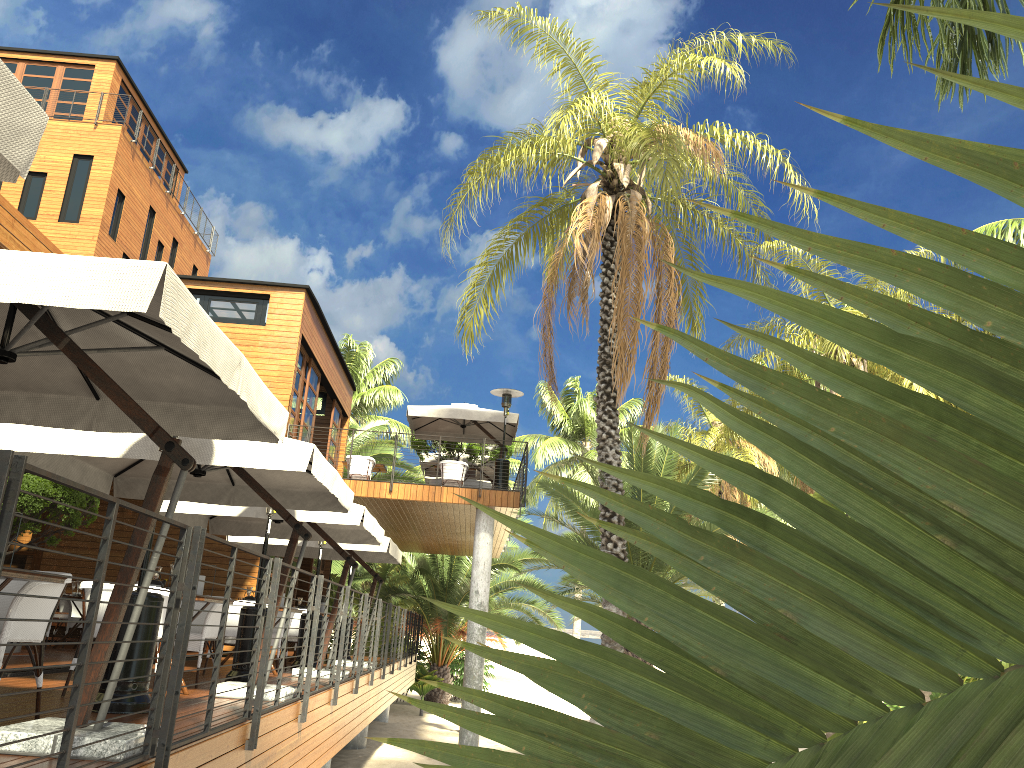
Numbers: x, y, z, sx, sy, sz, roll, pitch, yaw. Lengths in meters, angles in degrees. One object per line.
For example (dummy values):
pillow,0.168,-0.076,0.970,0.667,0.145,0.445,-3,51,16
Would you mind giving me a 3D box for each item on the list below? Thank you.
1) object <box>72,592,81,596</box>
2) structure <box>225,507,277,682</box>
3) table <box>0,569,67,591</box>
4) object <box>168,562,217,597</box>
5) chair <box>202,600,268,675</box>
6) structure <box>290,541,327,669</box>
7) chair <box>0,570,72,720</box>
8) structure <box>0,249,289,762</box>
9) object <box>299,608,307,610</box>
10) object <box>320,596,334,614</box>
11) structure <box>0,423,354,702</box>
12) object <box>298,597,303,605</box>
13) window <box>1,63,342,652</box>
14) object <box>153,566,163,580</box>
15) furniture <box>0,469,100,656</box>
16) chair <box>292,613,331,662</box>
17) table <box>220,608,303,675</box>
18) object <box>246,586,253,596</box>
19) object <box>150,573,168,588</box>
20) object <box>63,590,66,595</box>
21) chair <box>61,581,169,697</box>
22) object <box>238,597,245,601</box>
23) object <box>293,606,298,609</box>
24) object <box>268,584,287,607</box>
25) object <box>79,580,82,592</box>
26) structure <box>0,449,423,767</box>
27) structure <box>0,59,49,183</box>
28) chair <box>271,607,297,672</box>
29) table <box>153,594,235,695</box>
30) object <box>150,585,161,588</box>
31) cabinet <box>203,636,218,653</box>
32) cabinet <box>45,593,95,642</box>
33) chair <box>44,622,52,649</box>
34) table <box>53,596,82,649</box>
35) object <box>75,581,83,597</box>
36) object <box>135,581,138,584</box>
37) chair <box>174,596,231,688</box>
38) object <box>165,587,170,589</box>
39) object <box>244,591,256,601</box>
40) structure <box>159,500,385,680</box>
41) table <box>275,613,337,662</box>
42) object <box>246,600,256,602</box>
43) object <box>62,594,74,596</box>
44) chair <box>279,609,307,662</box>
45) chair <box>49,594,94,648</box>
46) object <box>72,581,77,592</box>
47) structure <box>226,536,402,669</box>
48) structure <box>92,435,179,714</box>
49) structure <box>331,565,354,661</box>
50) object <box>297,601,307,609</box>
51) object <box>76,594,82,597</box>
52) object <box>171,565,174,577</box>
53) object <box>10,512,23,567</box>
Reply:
object,-6.535,3.159,13.295,0.115,0.065,0.116,18,-21,-40
structure,-2.548,1.886,9.047,0.699,2.204,0.696,8,-17,-13
table,-2.726,1.186,3.975,0.931,0.753,0.927,4,-16,-2
object,-2.669,1.633,7.389,0.263,0.265,0.262,-11,-22,41
chair,-3.041,2.794,9.760,0.627,0.792,0.613,4,-16,-1
structure,-2.706,2.786,12.242,0.699,2.204,0.696,8,-17,-13
chair,-2.765,1.370,4.698,0.627,0.792,0.613,4,-16,-1
structure,-2.599,0.451,4.260,2.413,2.345,2.401,4,-16,-2
object,-3.222,3.484,13.649,0.116,0.065,0.115,10,-17,-19
object,-2.991,3.461,13.878,0.263,0.265,0.262,-11,-22,41
structure,-2.759,1.361,7.490,2.413,2.345,2.401,4,-16,-2
object,-3.375,3.507,14.076,0.082,0.228,0.081,4,-17,-1
window,-9.148,-3.988,18.973,14.469,18.057,38.270,11,-18,-23
object,-3.053,1.679,7.587,0.082,0.228,0.081,7,-17,-12
furniture,-6.841,1.994,11.326,2.615,2.737,2.681,7,-17,-11
chair,-3.251,4.135,14.515,0.627,0.792,0.613,4,-16,-1
table,-3.047,3.011,10.453,0.931,0.753,0.927,4,-16,-2
object,-3.213,2.587,10.810,0.082,0.228,0.081,4,-17,-1
object,-2.972,1.651,7.371,0.163,0.180,0.167,4,-16,0
object,-6.750,3.140,13.320,0.086,0.086,0.086,1,-17,9
chair,-2.879,1.874,6.492,0.627,0.792,0.613,4,-16,-1
object,-3.169,2.541,10.368,0.086,0.086,0.086,3,-16,3
object,-3.331,3.461,13.633,0.086,0.086,0.086,4,-16,-1
object,-2.829,2.541,10.612,0.263,0.265,0.262,-11,-22,41
object,-6.352,3.102,13.417,0.263,0.265,0.262,-12,-22,42
structure,-1.911,3.335,11.468,0.163,1.159,26.132,4,-16,-2
structure,-2.439,-0.459,1.030,2.413,2.345,2.401,4,-16,-2
chair,-3.089,3.215,11.247,0.627,0.792,0.613,4,-16,-1
table,-2.886,2.098,7.214,0.931,0.753,0.927,4,-16,-2
object,-2.900,1.656,7.160,0.116,0.065,0.115,5,-16,-3
cabinet,-5.988,4.244,15.620,1.611,0.842,0.554,4,-17,-2
cabinet,-7.606,4.123,15.577,1.611,0.842,0.554,4,-17,-2
chair,-6.968,3.358,12.668,0.626,0.792,0.615,-12,-22,42
table,-6.374,3.592,13.280,1.166,0.753,1.160,3,-16,4
object,-6.414,3.027,13.112,0.082,0.228,0.082,17,-21,-38
object,-3.009,1.633,7.145,0.086,0.086,0.086,3,-16,3
chair,-2.930,2.310,8.035,0.627,0.792,0.613,4,-16,-1
object,-2.891,1.761,7.525,0.116,0.065,0.115,5,-16,-3
object,-3.132,2.559,10.594,0.163,0.180,0.167,4,-16,0
structure,-2.919,2.271,10.720,2.413,2.345,2.401,4,-16,-2
table,-3.208,3.925,13.701,0.931,0.753,0.927,4,-16,-2
object,-3.060,2.564,10.383,0.116,0.065,0.115,5,-16,-3
object,-6.601,3.131,13.139,0.170,0.025,0.294,17,-21,-39
chair,-3.202,3.715,13.029,0.627,0.792,0.613,4,-16,-1
chair,-6.844,3.720,13.910,0.615,0.792,0.625,-12,-22,42
object,-6.653,3.104,13.440,0.082,0.228,0.081,-7,-20,32
structure,-3.079,3.181,13.950,2.413,2.345,2.401,4,-16,-2
structure,-2.390,0.989,5.861,0.699,2.204,0.696,8,-17,-13
structure,-2.865,3.688,15.444,0.699,2.204,0.696,8,-17,-13
object,-3.294,3.479,13.860,0.163,0.180,0.167,4,-16,0
object,-6.447,3.151,13.203,0.080,0.042,0.080,7,-16,-11
object,-2.729,1.576,7.148,0.082,0.228,0.081,4,-17,-1
object,-2.509,0.723,4.157,0.263,0.265,0.262,-11,-22,41
